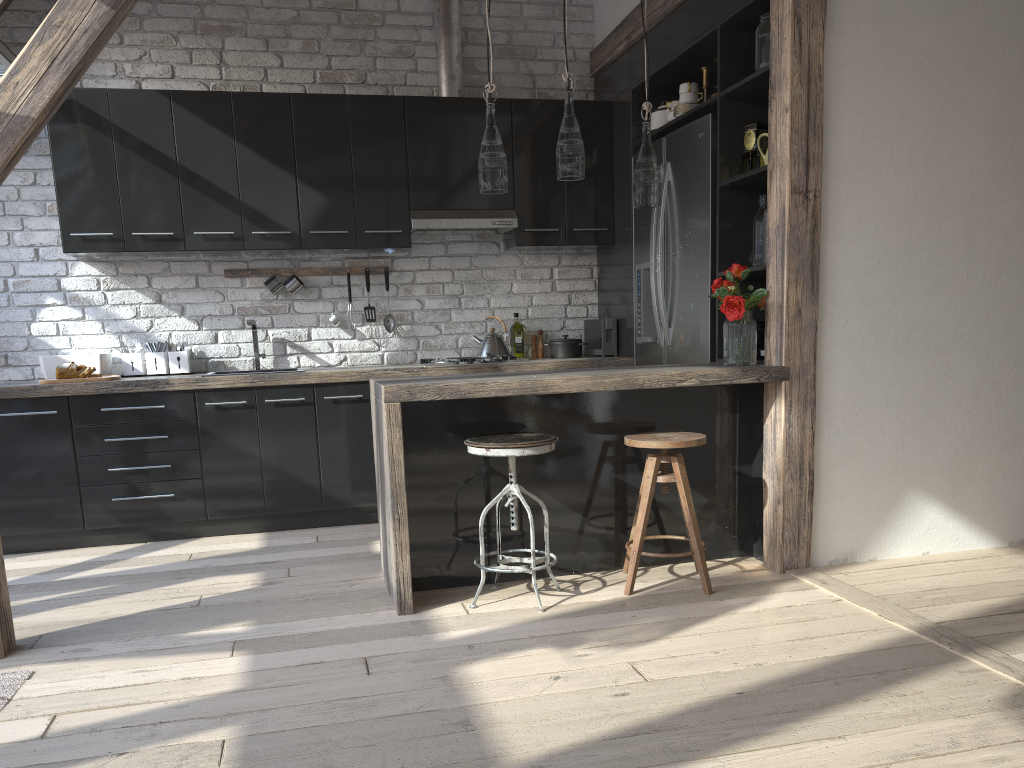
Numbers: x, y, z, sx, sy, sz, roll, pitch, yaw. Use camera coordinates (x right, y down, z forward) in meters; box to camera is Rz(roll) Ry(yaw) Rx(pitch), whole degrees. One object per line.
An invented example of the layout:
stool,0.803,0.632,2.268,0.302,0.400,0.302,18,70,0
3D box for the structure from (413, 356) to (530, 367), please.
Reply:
structure,-0.249,-0.136,5.113,0.604,0.032,0.489,-3,4,-14

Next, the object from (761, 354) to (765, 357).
object,1.178,-0.119,3.775,0.214,0.025,0.212,0,4,34

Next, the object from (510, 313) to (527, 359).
object,0.044,-0.293,5.390,0.089,0.288,0.080,-5,10,-18

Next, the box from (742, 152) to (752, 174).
box,1.064,-0.955,3.870,0.082,0.116,0.081,-4,8,-13

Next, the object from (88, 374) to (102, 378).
object,-2.158,-0.042,4.558,0.068,0.017,0.077,-5,5,-36

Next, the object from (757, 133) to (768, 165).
object,1.119,-0.973,3.669,0.135,0.173,0.148,-6,8,-27

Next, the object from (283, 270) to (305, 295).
object,-1.246,-0.579,5.026,0.117,0.142,0.091,-2,8,3

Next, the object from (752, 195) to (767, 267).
object,1.073,-0.651,3.768,0.085,0.308,0.084,-6,11,-22

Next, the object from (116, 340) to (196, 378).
object,-1.973,-0.147,4.901,0.404,0.205,0.145,-3,8,-12

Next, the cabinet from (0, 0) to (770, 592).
cabinet,-0.850,-0.448,4.145,4.206,2.558,2.060,-3,8,-13

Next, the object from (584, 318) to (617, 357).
object,0.536,-0.282,5.370,0.088,0.231,0.346,-4,6,-14

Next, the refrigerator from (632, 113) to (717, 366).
refrigerator,1.141,-0.274,4.593,0.850,1.959,0.926,-4,9,-13

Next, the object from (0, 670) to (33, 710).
object,-2.243,1.030,1.083,2.183,0.057,3.144,-3,4,-13

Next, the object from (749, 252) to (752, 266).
object,1.124,-0.621,3.915,0.132,0.224,0.130,-2,9,-2

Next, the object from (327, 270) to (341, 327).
object,-1.040,-0.497,5.104,0.071,0.332,0.065,-4,10,-13

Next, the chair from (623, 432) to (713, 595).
chair,0.609,0.504,3.495,0.341,0.607,0.334,-1,9,6

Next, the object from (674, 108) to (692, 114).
object,0.863,-1.317,4.288,0.148,0.026,0.146,0,4,28

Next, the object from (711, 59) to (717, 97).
object,0.930,-1.359,3.898,0.095,0.175,0.095,-9,11,-39

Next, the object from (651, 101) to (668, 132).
object,0.818,-1.401,4.642,0.186,0.178,0.205,1,7,27

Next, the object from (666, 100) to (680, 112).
object,0.826,-1.381,4.420,0.094,0.069,0.104,-1,6,14

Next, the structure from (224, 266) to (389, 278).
structure,-1.170,-0.646,5.056,0.930,0.047,0.080,-3,5,-13

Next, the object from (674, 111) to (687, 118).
object,0.863,-1.305,4.290,0.149,0.023,0.146,-1,4,13

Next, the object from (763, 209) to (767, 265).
object,1.091,-0.667,3.622,0.108,0.357,0.106,1,10,16

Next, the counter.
counter,-1.000,0.396,4.183,3.804,0.868,2.211,-3,4,-13

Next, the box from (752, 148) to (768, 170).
box,1.081,-0.950,3.785,0.083,0.116,0.081,-3,8,-4

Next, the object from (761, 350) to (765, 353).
object,1.178,-0.135,3.772,0.214,0.025,0.212,1,5,39

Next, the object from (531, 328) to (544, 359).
object,0.158,-0.250,5.445,0.080,0.187,0.038,-2,10,-1

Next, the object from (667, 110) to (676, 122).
object,0.834,-1.335,4.430,0.105,0.069,0.093,2,7,38

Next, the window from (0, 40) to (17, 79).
window,-2.961,-1.358,3.745,1.517,1.301,0.841,-4,8,-13

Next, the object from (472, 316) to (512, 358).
object,-0.111,-0.274,5.070,0.221,0.240,0.219,-5,8,-23

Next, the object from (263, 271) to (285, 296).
object,-1.354,-0.574,5.009,0.117,0.142,0.091,-4,8,-11

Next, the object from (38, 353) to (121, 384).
object,-2.280,-0.086,4.640,0.379,0.136,0.584,-4,4,-25

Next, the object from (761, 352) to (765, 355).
object,1.178,-0.127,3.774,0.213,0.025,0.212,1,5,44

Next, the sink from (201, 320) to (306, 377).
sink,-1.409,-0.093,4.835,0.525,0.525,0.506,-4,7,-13

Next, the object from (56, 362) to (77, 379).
object,-2.266,-0.068,4.466,0.089,0.089,0.085,-7,9,-36

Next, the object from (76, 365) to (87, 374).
object,-2.232,-0.065,4.551,0.073,0.068,0.078,-8,9,-41

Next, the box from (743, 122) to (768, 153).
box,1.056,-1.065,3.814,0.082,0.116,0.082,-7,10,-33

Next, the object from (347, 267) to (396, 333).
object,-0.826,-0.484,5.126,0.282,0.389,0.068,-4,10,-13

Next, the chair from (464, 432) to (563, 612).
chair,0.008,0.515,3.361,0.353,0.649,0.347,1,9,20

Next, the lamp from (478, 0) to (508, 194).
lamp,-0.078,-1.348,3.063,0.108,1.313,0.220,-4,10,-12

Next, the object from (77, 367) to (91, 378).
object,-2.193,-0.059,4.508,0.071,0.058,0.083,-7,8,-38

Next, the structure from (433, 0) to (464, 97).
structure,0.032,-2.252,5.022,0.980,1.310,0.167,-4,10,-13

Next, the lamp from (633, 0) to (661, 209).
lamp,0.507,-1.351,3.207,0.109,1.368,0.221,-4,10,-12

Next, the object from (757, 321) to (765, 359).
object,1.086,-0.199,3.953,0.133,0.168,0.132,-5,8,-23

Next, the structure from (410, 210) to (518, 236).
structure,-0.303,-0.930,5.073,0.598,0.105,0.363,-3,4,-13

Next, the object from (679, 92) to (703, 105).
object,0.865,-1.372,4.274,0.106,0.069,0.092,-2,6,-3

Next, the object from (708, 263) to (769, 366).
object,0.924,-0.284,3.591,0.251,0.423,0.306,1,9,19

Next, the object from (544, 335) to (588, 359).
object,0.328,-0.231,5.378,0.247,0.143,0.206,-4,6,-15

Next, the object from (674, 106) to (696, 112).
object,0.862,-1.328,4.285,0.148,0.026,0.146,0,4,28

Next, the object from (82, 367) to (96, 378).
object,-2.179,-0.060,4.533,0.072,0.056,0.082,-7,7,-37

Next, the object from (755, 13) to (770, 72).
object,1.036,-1.357,3.510,0.125,0.210,0.122,-3,9,-9

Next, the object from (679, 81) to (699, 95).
object,0.861,-1.416,4.261,0.093,0.069,0.105,-5,6,-28

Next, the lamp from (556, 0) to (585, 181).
lamp,0.201,-1.388,3.132,0.108,1.262,0.234,-2,10,-2

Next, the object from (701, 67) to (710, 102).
object,0.891,-1.364,4.049,0.059,0.171,0.058,-7,11,-28

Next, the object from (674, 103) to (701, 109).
object,0.862,-1.340,4.283,0.148,0.026,0.146,0,4,28
